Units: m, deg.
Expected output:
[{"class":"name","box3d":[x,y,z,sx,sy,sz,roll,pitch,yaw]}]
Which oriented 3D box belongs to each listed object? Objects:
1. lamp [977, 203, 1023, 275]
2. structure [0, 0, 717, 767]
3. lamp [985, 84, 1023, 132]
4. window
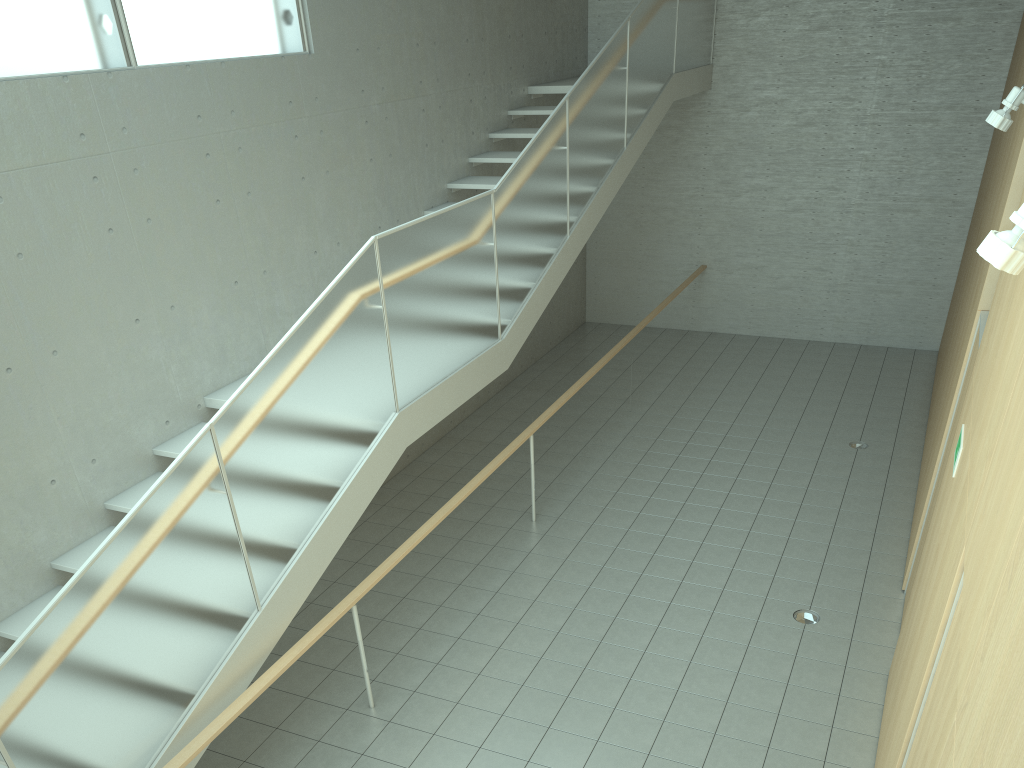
[{"class":"lamp","box3d":[1.249,-0.371,2.031,0.232,0.225,0.122,0,29,5]},{"class":"structure","box3d":[-0.882,-0.564,6.465,1.843,4.877,11.238,12,29,24]},{"class":"lamp","box3d":[2.453,-1.348,4.152,0.232,0.225,0.122,0,29,5]},{"class":"window","box3d":[-4.145,-1.644,0.718,0.029,3.190,13.946,13,28,24]}]
